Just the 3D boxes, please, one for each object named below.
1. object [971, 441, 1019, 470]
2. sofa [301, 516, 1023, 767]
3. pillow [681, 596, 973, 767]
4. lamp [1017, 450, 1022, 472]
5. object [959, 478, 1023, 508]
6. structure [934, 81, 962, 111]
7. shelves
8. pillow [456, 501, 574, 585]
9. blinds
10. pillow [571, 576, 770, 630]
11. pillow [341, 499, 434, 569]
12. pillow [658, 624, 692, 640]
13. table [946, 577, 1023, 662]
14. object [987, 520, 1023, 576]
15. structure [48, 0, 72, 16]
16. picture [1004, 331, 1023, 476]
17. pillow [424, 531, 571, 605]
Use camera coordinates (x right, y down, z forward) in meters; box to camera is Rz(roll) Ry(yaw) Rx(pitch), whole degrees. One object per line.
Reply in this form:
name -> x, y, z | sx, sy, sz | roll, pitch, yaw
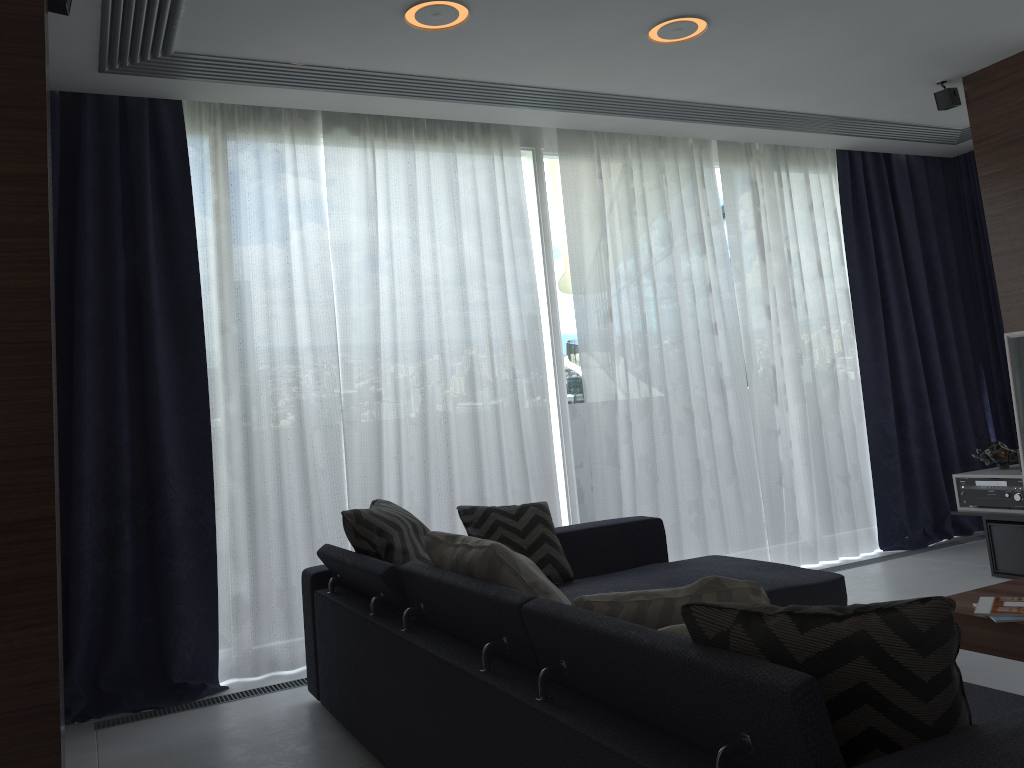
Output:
object -> 2.651, 0.380, 4.761 | 0.310, 0.152, 0.136 | -7, -5, 21
sofa -> 0.652, 0.747, 2.620 | 1.902, 0.614, 2.844 | -4, -3, -26
pillow -> 0.509, 0.505, 1.383 | 0.412, 0.390, 0.221 | -9, -7, 34
lamp -> 2.617, 0.341, 4.491 | 0.077, 0.213, 0.152 | -8, -7, 22
object -> 2.605, 0.552, 4.590 | 0.369, 0.152, 0.366 | -4, -4, -26
structure -> 2.293, -1.516, 4.656 | 0.114, 0.144, 0.083 | -1, -8, -36
shelves -> 3.222, 0.613, 3.805 | 0.874, 0.504, 2.326 | -3, -3, -26
pillow -> 0.020, 0.660, 3.648 | 0.415, 0.348, 0.283 | -3, -6, -21
blinds -> 1.395, -0.430, 2.323 | 7.146, 2.801, 5.741 | -4, -4, -23
pillow -> 0.355, 0.570, 1.861 | 0.417, 0.355, 0.278 | -7, -6, 17
pillow -> -0.403, 0.693, 3.263 | 0.355, 0.523, 0.593 | -6, -5, 4
pillow -> 0.504, 0.553, 1.621 | 0.414, 0.297, 0.329 | -7, -5, 26
table -> 1.738, 0.766, 2.439 | 0.806, 0.356, 0.792 | -4, -4, -26
object -> 2.577, 0.812, 4.427 | 0.254, 0.254, 0.211 | -3, -6, -26
structure -> -1.450, -1.253, 2.796 | 0.114, 0.144, 0.083 | -3, -7, -21
picture -> 2.588, 0.078, 4.140 | 0.053, 0.708, 0.495 | -2, -7, -26
pillow -> 0.000, 0.599, 2.442 | 0.343, 0.392, 0.490 | -3, -5, -26
